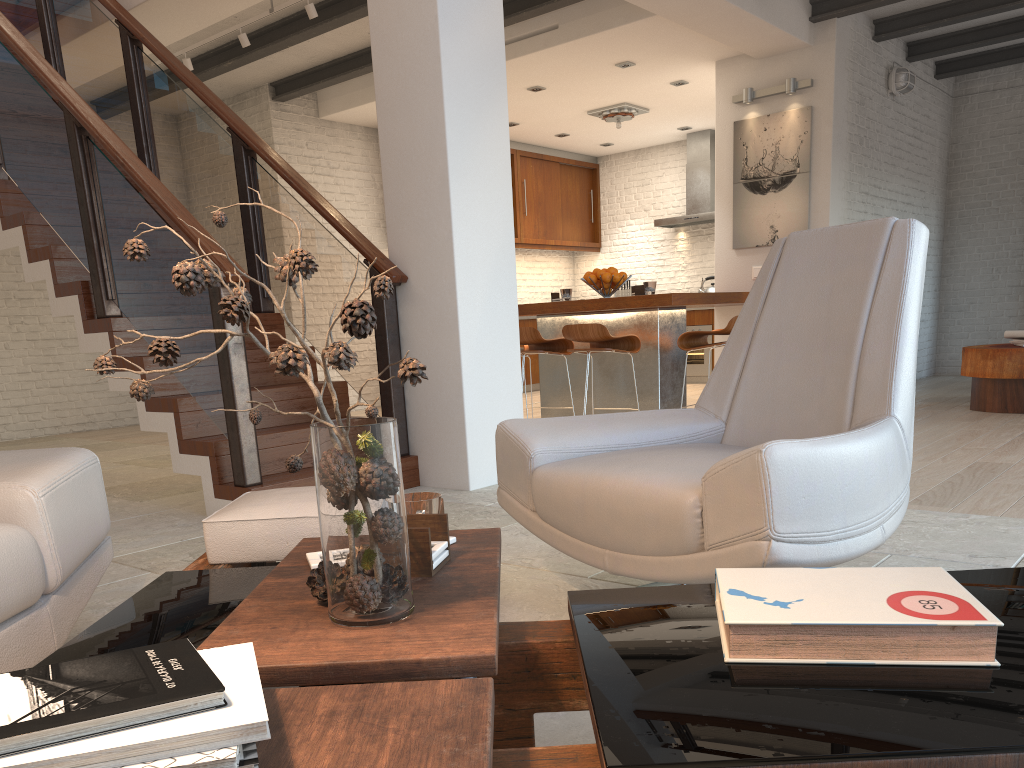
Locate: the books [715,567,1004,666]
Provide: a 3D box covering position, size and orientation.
[{"bbox_3d":[0.453,0.313,1.203,0.327,0.058,0.247,-2,4,10],"label":"books"}]

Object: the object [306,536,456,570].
[{"bbox_3d":[-0.237,0.294,1.578,0.271,0.036,0.241,-2,4,12],"label":"object"}]

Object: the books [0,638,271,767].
[{"bbox_3d":[-0.441,0.335,0.830,0.399,0.077,0.244,-4,5,-17],"label":"books"}]

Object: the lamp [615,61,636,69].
[{"bbox_3d":[0.930,-2.640,7.157,0.123,0.057,0.121,2,7,40],"label":"lamp"}]

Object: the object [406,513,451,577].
[{"bbox_3d":[-0.167,0.272,1.481,0.094,0.085,0.111,-1,8,12],"label":"object"}]

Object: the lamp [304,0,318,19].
[{"bbox_3d":[-1.276,-2.379,5.540,0.060,0.133,0.084,8,15,42],"label":"lamp"}]

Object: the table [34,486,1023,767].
[{"bbox_3d":[0.071,0.496,1.215,1.970,0.443,2.143,-3,4,1],"label":"table"}]

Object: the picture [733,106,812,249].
[{"bbox_3d":[2.116,-1.662,7.133,0.649,1.049,0.019,6,16,38],"label":"picture"}]

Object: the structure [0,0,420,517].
[{"bbox_3d":[-0.531,-1.619,4.735,10.081,4.272,13.559,1,7,40],"label":"structure"}]

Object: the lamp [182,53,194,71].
[{"bbox_3d":[-2.404,-2.378,6.462,0.059,0.133,0.083,-1,11,10],"label":"lamp"}]

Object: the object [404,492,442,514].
[{"bbox_3d":[-0.173,0.250,1.620,0.091,0.087,0.088,-3,9,0],"label":"object"}]

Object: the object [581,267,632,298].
[{"bbox_3d":[0.665,-0.704,6.135,0.366,0.229,0.352,-2,7,6],"label":"object"}]

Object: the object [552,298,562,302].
[{"bbox_3d":[0.358,-0.605,6.343,0.285,0.036,0.201,0,5,40],"label":"object"}]

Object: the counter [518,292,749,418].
[{"bbox_3d":[1.132,-0.184,6.776,1.673,0.949,2.443,2,7,40],"label":"counter"}]

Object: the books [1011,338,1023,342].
[{"bbox_3d":[3.699,-0.313,6.141,0.253,0.011,0.309,-2,4,15],"label":"books"}]

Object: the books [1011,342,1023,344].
[{"bbox_3d":[3.722,-0.294,6.161,0.253,0.011,0.309,-3,4,10],"label":"books"}]

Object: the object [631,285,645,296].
[{"bbox_3d":[0.877,-0.633,5.974,0.094,0.085,0.111,-4,7,-5],"label":"object"}]

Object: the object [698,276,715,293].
[{"bbox_3d":[2.331,-1.113,10.117,0.260,0.284,0.257,-8,10,-28],"label":"object"}]

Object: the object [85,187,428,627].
[{"bbox_3d":[-0.343,0.031,1.224,0.542,0.627,0.305,-1,12,11],"label":"object"}]

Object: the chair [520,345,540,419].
[{"bbox_3d":[0.072,-0.052,6.834,0.418,0.800,0.394,6,15,39],"label":"chair"}]

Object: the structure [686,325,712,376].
[{"bbox_3d":[2.195,-0.405,10.464,0.664,0.596,0.488,4,12,39],"label":"structure"}]

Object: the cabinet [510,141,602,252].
[{"bbox_3d":[-0.096,-2.175,10.185,0.456,1.201,3.271,8,11,40],"label":"cabinet"}]

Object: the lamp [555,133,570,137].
[{"bbox_3d":[0.560,-2.790,9.710,0.123,0.057,0.121,2,7,40],"label":"lamp"}]

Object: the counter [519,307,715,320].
[{"bbox_3d":[1.154,-0.805,9.555,3.497,0.072,3.262,0,5,40],"label":"counter"}]

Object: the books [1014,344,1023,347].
[{"bbox_3d":[3.715,-0.282,6.150,0.252,0.011,0.309,-2,4,20],"label":"books"}]

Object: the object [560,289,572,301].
[{"bbox_3d":[0.391,-0.638,6.259,0.090,0.087,0.089,3,11,37],"label":"object"}]

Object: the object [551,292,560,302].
[{"bbox_3d":[0.361,-0.633,6.404,0.113,0.085,0.092,3,10,40],"label":"object"}]

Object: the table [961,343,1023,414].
[{"bbox_3d":[3.999,-0.091,6.663,1.796,0.461,1.066,-7,7,-44],"label":"table"}]

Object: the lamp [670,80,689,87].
[{"bbox_3d":[1.500,-2.716,7.815,0.123,0.057,0.121,2,7,40],"label":"lamp"}]

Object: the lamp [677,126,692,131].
[{"bbox_3d":[1.924,-2.865,9.714,0.123,0.057,0.121,2,7,40],"label":"lamp"}]

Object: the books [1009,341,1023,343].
[{"bbox_3d":[3.706,-0.303,6.149,0.253,0.011,0.309,-3,4,10],"label":"books"}]

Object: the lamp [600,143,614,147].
[{"bbox_3d":[1.128,-2.865,10.367,0.123,0.057,0.121,2,7,40],"label":"lamp"}]

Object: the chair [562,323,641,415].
[{"bbox_3d":[0.571,-0.007,5.746,0.400,0.800,0.412,7,15,39],"label":"chair"}]

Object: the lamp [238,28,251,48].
[{"bbox_3d":[-1.848,-2.379,6.009,0.060,0.133,0.084,8,15,42],"label":"lamp"}]

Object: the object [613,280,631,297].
[{"bbox_3d":[1.436,-1.161,11.246,0.319,0.387,0.065,5,15,39],"label":"object"}]

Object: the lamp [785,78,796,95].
[{"bbox_3d":[2.181,-2.327,6.818,0.079,0.108,0.078,-7,11,-21],"label":"lamp"}]

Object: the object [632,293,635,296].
[{"bbox_3d":[0.950,-0.606,5.867,0.392,0.036,0.194,1,6,43],"label":"object"}]

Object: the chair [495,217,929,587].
[{"bbox_3d":[0.602,0.105,2.294,0.959,1.049,1.009,-9,11,-33],"label":"chair"}]

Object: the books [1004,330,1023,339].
[{"bbox_3d":[3.740,-0.333,6.204,0.271,0.112,0.314,-5,5,-17],"label":"books"}]

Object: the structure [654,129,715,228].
[{"bbox_3d":[2.185,-2.384,10.090,0.977,1.025,0.446,4,14,39],"label":"structure"}]

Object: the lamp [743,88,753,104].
[{"bbox_3d":[1.908,-2.327,7.042,0.079,0.108,0.078,-7,11,-21],"label":"lamp"}]

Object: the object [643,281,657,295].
[{"bbox_3d":[0.924,-0.640,5.837,0.090,0.087,0.089,-9,10,-34],"label":"object"}]

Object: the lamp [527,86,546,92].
[{"bbox_3d":[0.217,-2.640,7.743,0.123,0.057,0.121,2,7,40],"label":"lamp"}]

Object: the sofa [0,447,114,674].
[{"bbox_3d":[-1.673,0.418,1.317,1.144,0.778,2.263,-3,5,0],"label":"sofa"}]

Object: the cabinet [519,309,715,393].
[{"bbox_3d":[1.147,-1.368,9.869,4.784,2.929,2.191,-3,10,5],"label":"cabinet"}]

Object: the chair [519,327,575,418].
[{"bbox_3d":[0.157,-0.007,6.085,0.400,0.800,0.412,7,15,39],"label":"chair"}]

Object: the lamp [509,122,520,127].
[{"bbox_3d":[-0.010,-2.715,9.053,0.123,0.057,0.121,2,7,40],"label":"lamp"}]

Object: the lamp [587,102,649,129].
[{"bbox_3d":[1.069,-2.653,8.747,0.447,0.176,0.440,1,7,40],"label":"lamp"}]

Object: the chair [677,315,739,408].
[{"bbox_3d":[1.380,-0.052,5.760,0.418,0.800,0.394,6,15,39],"label":"chair"}]
